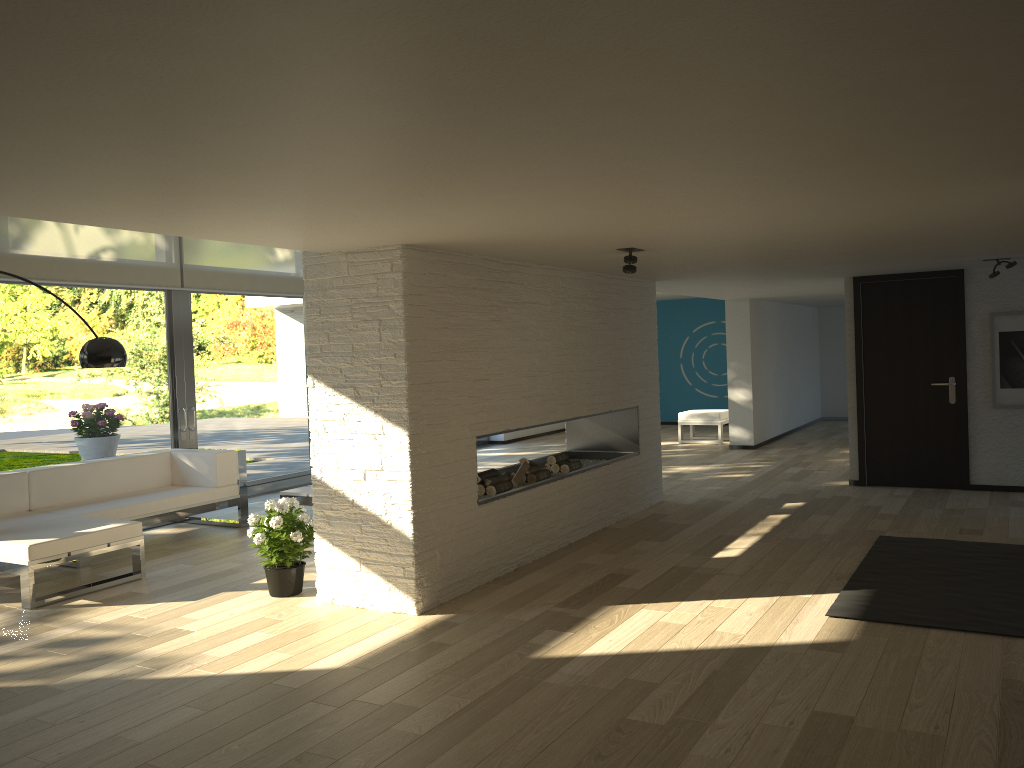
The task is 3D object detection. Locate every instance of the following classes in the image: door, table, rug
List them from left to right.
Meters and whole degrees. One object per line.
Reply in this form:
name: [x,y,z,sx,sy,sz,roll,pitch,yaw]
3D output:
door: [-1.439,0.070,9.526,19.437,2.373,22.958,-1,2,30]
table: [-1.060,0.992,7.472,1.220,0.305,1.221,-1,2,30]
door: [3.615,-0.031,8.047,0.920,1.947,0.108,-1,1,30]
rug: [2.465,1.086,5.003,0.979,0.011,1.999,-1,2,30]

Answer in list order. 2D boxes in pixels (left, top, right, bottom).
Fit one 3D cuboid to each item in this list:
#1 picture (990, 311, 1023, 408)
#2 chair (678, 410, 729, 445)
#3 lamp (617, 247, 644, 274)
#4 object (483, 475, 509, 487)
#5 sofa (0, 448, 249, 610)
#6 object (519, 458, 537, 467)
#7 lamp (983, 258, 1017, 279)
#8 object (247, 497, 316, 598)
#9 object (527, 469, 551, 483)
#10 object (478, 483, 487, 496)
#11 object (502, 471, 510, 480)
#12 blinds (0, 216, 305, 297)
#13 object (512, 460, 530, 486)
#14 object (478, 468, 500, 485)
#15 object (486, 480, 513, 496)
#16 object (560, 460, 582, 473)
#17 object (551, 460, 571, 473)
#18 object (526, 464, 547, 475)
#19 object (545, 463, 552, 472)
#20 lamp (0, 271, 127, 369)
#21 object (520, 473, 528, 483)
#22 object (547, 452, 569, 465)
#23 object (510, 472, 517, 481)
picture: [4.577,-0.212,7.462,0.958,0.828,0.017,-1,2,30]
chair: [2.757,0.604,12.608,0.611,0.442,0.610,-1,2,30]
lamp: [0.705,-0.730,5.309,0.135,0.153,0.234,-1,2,30]
object: [-0.106,0.660,6.034,0.064,0.060,0.229,-1,2,31]
sofa: [-2.880,0.926,6.411,1.545,0.654,2.405,-1,2,30]
object: [0.146,0.623,6.636,0.093,0.170,0.272,-1,2,28]
lamp: [3.817,-0.904,6.932,0.234,0.153,0.135,-1,2,30]
object: [-1.331,0.954,5.219,0.431,0.571,0.405,-3,2,-38]
object: [0.198,0.675,6.490,0.082,0.073,0.237,-1,2,29]
object: [-0.158,0.704,6.026,0.076,0.076,0.236,-1,2,28]
object: [-0.060,0.687,6.420,0.075,0.074,0.246,-2,2,8]
blinds: [-3.120,-1.365,8.295,0.056,0.983,11.534,-1,2,30]
object: [0.052,0.638,6.367,0.064,0.165,0.226,-1,2,29]
object: [-0.185,0.638,6.056,0.093,0.088,0.260,-1,2,28]
object: [-0.084,0.702,5.995,0.082,0.073,0.237,-1,2,29]
object: [0.465,0.648,6.956,0.082,0.073,0.237,-1,2,29]
object: [0.391,0.650,6.987,0.076,0.076,0.236,-1,2,28]
object: [0.176,0.632,6.528,0.064,0.060,0.229,-1,2,31]
object: [0.333,0.651,7.034,0.075,0.074,0.246,-1,2,28]
lamp: [-3.311,0.281,5.486,1.754,2.023,0.282,-3,1,-18]
object: [0.124,0.676,6.520,0.076,0.076,0.236,-1,2,28]
object: [0.364,0.586,7.011,0.082,0.073,0.237,-1,2,29]
object: [0.067,0.677,6.568,0.075,0.074,0.246,-1,2,28]
